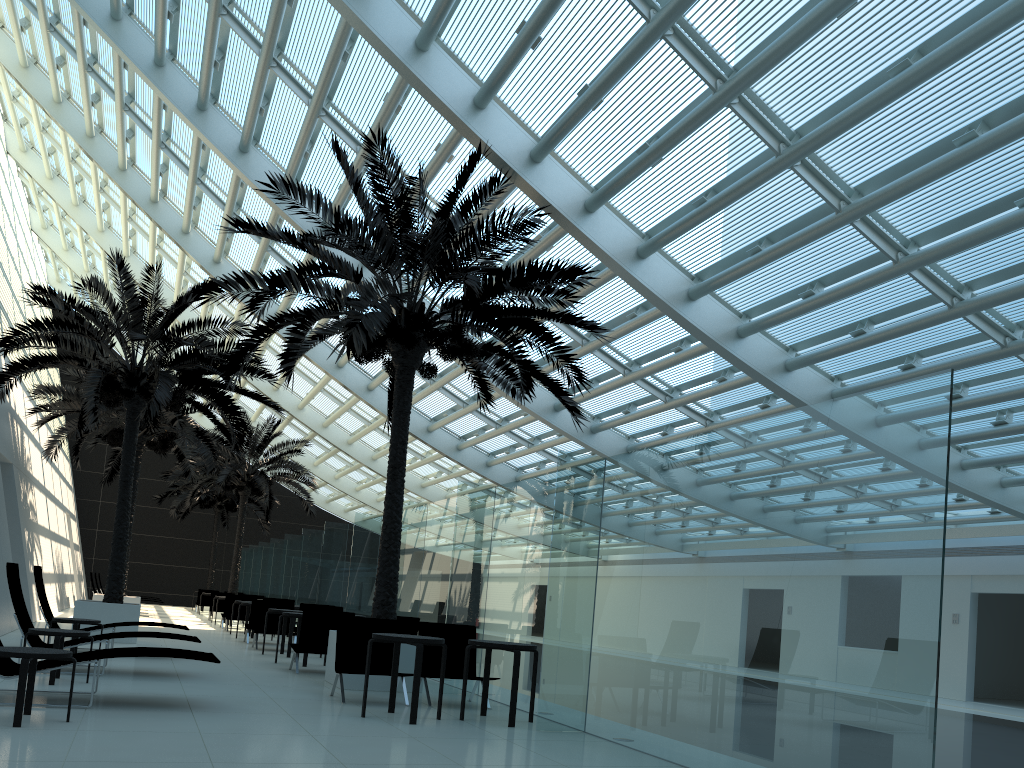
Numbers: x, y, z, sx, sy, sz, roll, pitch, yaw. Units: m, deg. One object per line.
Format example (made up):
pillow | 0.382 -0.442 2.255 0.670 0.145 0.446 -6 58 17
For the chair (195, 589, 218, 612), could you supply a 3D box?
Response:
chair | -11.662 8.277 33.249 0.723 0.864 0.904 8 -10 -22

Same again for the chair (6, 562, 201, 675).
chair | -4.646 2.719 9.996 2.057 1.127 0.938 10 -10 -22

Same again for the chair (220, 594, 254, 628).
chair | -7.206 5.955 22.807 0.723 0.864 0.904 8 -10 -22

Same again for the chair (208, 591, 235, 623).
chair | -8.755 6.752 26.400 0.723 0.864 0.904 8 -10 -22

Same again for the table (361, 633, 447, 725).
table | -1.010 2.765 8.219 0.679 0.760 0.698 1 -10 25

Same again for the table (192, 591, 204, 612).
table | -12.159 8.569 34.323 0.679 0.760 0.698 1 -10 25

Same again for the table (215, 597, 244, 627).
table | -7.704 6.247 23.881 0.679 0.760 0.699 2 -9 20

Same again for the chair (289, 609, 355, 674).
chair | -2.686 3.599 12.215 0.723 0.864 0.904 8 -10 -22

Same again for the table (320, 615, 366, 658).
table | -2.926 4.398 15.166 0.679 0.760 0.699 2 -9 16

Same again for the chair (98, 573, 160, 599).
chair | -13.338 7.249 30.363 2.057 1.127 0.938 10 -10 -22

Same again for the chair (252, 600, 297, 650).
chair | -4.314 4.438 15.992 0.723 0.864 0.904 8 -10 -22

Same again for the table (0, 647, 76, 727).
table | -3.548 2.200 6.365 0.553 0.503 0.570 1 -11 20

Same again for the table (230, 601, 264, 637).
table | -6.044 5.388 20.016 0.679 0.760 0.699 2 -9 16

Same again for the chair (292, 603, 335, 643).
chair | -4.122 4.958 17.942 0.723 0.864 0.904 8 -10 -22

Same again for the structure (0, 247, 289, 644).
structure | -6.563 1.075 15.157 4.731 6.656 4.307 12 -10 -43

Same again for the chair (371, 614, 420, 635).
chair | -1.832 3.765 12.576 0.723 0.864 0.904 8 -10 -22

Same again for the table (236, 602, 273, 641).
table | -5.473 5.084 18.655 0.679 0.760 0.699 2 -9 20

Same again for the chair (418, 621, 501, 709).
chair | -0.610 3.119 9.676 0.723 0.864 0.904 8 -10 -22

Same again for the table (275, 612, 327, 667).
table | -3.184 3.891 13.289 0.679 0.760 0.699 2 -9 20

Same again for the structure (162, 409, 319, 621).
structure | -8.972 4.309 28.819 4.881 6.838 4.503 9 -8 -29

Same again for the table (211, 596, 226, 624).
table | -8.261 6.543 25.210 0.679 0.760 0.699 2 -9 16

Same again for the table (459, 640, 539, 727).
table | -0.122 2.937 8.594 0.679 0.760 0.698 1 -10 25

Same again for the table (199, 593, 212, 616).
table | -10.500 7.710 30.458 0.679 0.760 0.699 2 -9 16

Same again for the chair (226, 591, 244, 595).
chair | -10.150 8.090 32.032 0.723 0.864 0.904 8 -10 -22

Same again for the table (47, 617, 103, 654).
table | -5.581 3.259 11.129 0.553 0.503 0.570 1 -11 20

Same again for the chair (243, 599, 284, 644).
chair | -4.976 4.793 17.581 0.723 0.864 0.904 8 -10 -22

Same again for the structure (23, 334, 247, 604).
structure | -9.120 2.245 20.638 4.283 6.715 4.758 3 -8 11

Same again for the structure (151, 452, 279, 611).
structure | -12.167 5.991 36.372 4.541 6.838 4.841 12 -10 -43

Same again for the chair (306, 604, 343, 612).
chair | -3.459 4.603 16.353 0.723 0.864 0.904 8 -10 -22

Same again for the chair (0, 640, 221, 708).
chair | -3.630 2.190 7.614 2.057 1.127 0.938 10 -10 -22

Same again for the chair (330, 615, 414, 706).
chair | -1.464 2.953 9.315 0.723 0.864 0.904 8 -10 -22

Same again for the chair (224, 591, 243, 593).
chair | -10.808 8.442 33.610 0.723 0.864 0.904 8 -10 -22

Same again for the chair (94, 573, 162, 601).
chair | -12.289 6.702 27.907 2.057 1.127 0.938 10 -10 -22

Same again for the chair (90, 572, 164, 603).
chair | -11.273 6.173 25.525 2.057 1.127 0.938 10 -10 -22

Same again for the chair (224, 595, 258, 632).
chair | -6.549 5.603 21.230 0.723 0.864 0.904 8 -10 -22

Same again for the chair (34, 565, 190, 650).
chair | -5.663 3.249 12.378 2.057 1.127 0.938 10 -10 -22

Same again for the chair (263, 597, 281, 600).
chair | -6.352 6.120 23.168 0.723 0.864 0.904 8 -10 -22

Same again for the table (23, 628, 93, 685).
table | -4.564 2.729 8.747 0.553 0.503 0.570 1 -11 20

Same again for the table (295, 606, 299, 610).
table | -4.585 5.257 19.030 0.679 0.760 0.699 2 -9 20

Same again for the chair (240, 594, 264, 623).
chair | -7.901 6.918 26.761 0.723 0.864 0.904 8 -10 -22

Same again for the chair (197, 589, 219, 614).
chair | -11.004 7.925 31.671 0.723 0.864 0.904 8 -10 -22

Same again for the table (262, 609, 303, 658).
table | -3.814 4.226 14.790 0.679 0.760 0.699 2 -9 16

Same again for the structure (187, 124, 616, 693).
structure | -1.401 0.367 11.091 4.829 6.839 4.551 5 -7 -4

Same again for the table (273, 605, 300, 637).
table | -5.156 5.560 20.391 0.679 0.760 0.699 2 -9 16

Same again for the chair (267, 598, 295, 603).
chair | -5.694 5.768 21.591 0.723 0.864 0.904 8 -10 -22
